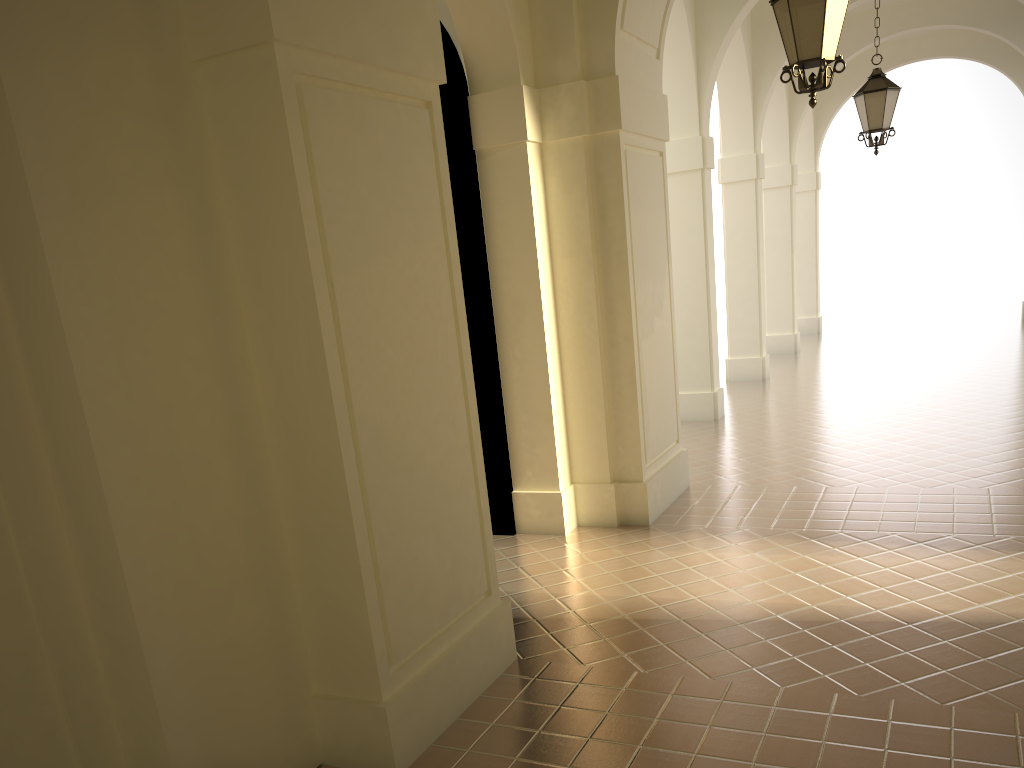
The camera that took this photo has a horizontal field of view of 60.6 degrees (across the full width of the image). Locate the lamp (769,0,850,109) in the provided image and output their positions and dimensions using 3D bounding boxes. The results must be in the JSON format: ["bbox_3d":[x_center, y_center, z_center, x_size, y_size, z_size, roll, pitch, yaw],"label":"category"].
[{"bbox_3d":[1.721,-3.386,5.063,0.442,3.447,0.490,-7,15,-3],"label":"lamp"}]

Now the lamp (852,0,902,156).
[{"bbox_3d":[3.907,-4.208,9.359,0.509,3.447,0.425,2,17,26],"label":"lamp"}]
